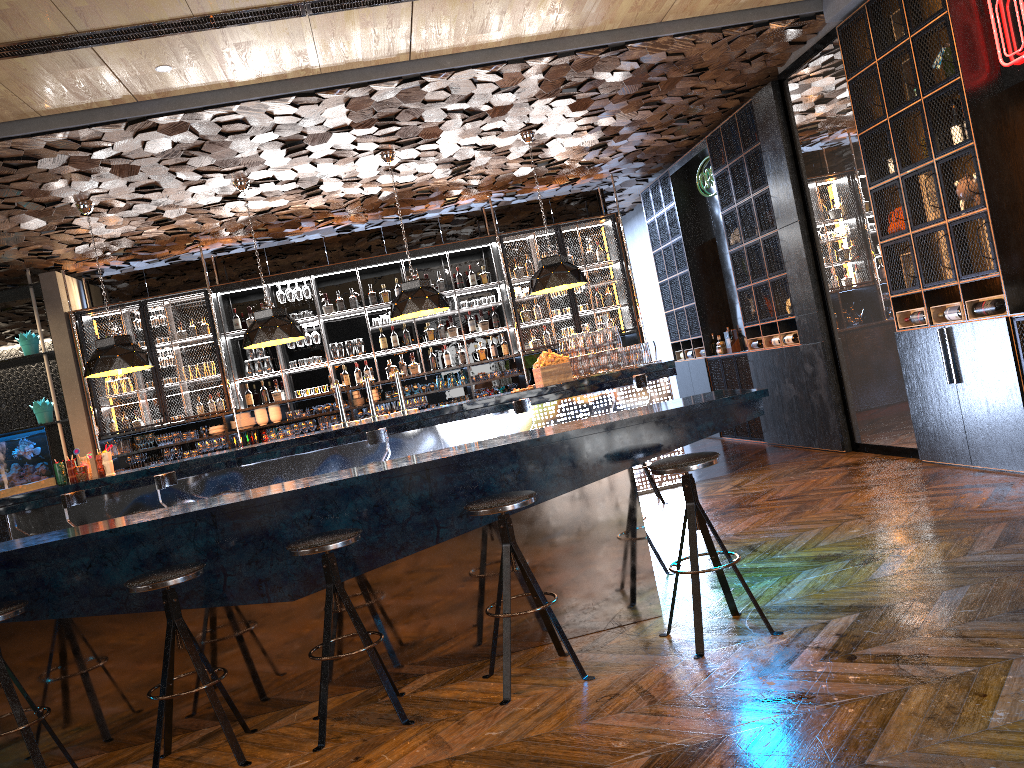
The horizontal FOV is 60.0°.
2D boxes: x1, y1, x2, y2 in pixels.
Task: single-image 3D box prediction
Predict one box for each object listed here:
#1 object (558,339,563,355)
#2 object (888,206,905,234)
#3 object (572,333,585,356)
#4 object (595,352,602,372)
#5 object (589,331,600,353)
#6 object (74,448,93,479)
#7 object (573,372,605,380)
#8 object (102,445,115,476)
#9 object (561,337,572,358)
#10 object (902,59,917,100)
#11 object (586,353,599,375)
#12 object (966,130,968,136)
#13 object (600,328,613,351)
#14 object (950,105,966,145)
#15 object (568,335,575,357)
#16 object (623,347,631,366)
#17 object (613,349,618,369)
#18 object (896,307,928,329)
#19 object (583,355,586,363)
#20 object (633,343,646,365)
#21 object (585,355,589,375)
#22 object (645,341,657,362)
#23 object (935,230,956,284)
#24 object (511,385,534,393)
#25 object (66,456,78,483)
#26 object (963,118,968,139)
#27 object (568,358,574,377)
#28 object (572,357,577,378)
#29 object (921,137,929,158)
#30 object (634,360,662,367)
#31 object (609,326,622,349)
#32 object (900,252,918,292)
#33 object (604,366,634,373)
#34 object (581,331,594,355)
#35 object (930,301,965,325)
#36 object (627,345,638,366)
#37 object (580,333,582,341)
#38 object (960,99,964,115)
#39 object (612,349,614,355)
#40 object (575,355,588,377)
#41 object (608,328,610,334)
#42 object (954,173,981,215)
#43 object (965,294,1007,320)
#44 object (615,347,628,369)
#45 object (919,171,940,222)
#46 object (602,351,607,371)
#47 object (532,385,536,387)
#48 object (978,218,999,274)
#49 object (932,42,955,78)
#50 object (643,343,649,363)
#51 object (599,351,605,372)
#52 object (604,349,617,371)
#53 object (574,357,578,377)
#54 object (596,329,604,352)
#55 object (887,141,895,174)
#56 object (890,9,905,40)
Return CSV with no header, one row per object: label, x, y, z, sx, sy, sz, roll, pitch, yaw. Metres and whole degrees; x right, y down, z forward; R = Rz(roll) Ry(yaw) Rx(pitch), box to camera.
object,0.523,-0.355,8.905,0.105,0.209,0.105,-11,0,17
object,2.986,-1.254,6.831,0.138,0.222,0.278,-12,0,-8
object,0.618,-0.369,8.349,0.105,0.209,0.105,-11,0,17
object,0.851,-0.207,8.776,0.105,0.209,0.105,-11,0,17
object,0.820,-0.415,8.837,0.105,0.209,0.105,-11,0,17
object,-3.827,0.711,7.950,0.116,0.298,0.105,-11,1,23
object,0.709,-0.077,8.434,0.273,0.019,0.437,-12,0,-8
object,-3.537,0.671,7.772,0.081,0.264,0.099,-11,0,13
object,0.547,-0.359,8.790,0.105,0.209,0.105,-11,0,17
object,2.964,-2.193,6.406,0.119,0.352,0.222,-12,0,-8
object,0.755,-0.184,8.316,0.105,0.209,0.105,-11,0,17
object,3.063,-1.712,5.912,0.065,0.237,0.065,-12,1,-34
object,0.892,-0.425,8.395,0.105,0.209,0.105,-11,0,17
object,3.050,-1.751,6.066,0.086,0.313,0.086,-11,1,36
object,0.594,-0.365,8.463,0.105,0.209,0.105,-11,0,17
object,1.147,-0.266,8.856,0.105,0.209,0.105,-12,1,-33
object,1.023,-0.240,8.472,0.105,0.209,0.105,-11,0,17
object,3.123,-0.516,6.815,0.122,0.132,0.396,-12,0,-5
object,0.741,-0.183,8.548,0.105,0.209,0.105,-11,0,17
object,1.218,-0.277,8.414,0.105,0.209,0.105,-12,1,-33
object,0.750,-0.184,8.426,0.105,0.209,0.105,-11,0,17
object,1.324,-0.299,8.417,0.105,0.209,0.105,-12,1,-33
object,3.243,-0.950,6.431,0.139,0.396,0.281,-12,0,-10
object,0.085,0.052,8.235,0.198,0.045,0.377,-11,1,31
object,-3.896,0.752,7.857,0.078,0.246,0.084,-12,0,-9
object,3.102,-1.771,5.990,0.091,0.332,0.091,-11,1,36
object,0.577,-0.151,8.730,0.105,0.209,0.105,-11,0,17
object,0.629,-0.160,8.521,0.105,0.209,0.105,-11,0,17
object,3.058,-1.697,6.391,0.182,0.187,0.187,-11,1,27
object,1.253,-0.188,8.531,0.273,0.019,0.437,-12,0,-8
object,0.980,-0.443,8.412,0.105,0.209,0.105,-11,0,17
object,3.209,-0.896,6.845,0.152,0.297,0.361,-12,0,-16
object,0.982,-0.133,8.481,0.273,0.019,0.437,-12,0,-8
object,0.706,-0.387,8.365,0.105,0.209,0.105,-11,0,17
object,3.185,-0.518,6.387,0.122,0.132,0.396,-12,0,-3
object,1.185,-0.272,8.641,0.105,0.209,0.105,-11,0,17
object,0.702,-0.388,8.483,0.105,0.209,0.105,-11,0,17
object,3.204,-1.820,6.078,0.122,0.390,0.132,-12,0,-14
object,1.014,-0.239,8.594,0.105,0.209,0.105,-11,0,17
object,0.649,-0.162,8.288,0.105,0.209,0.105,-11,0,17
object,0.975,-0.444,8.530,0.105,0.209,0.105,-11,0,17
object,3.093,-1.291,5.982,0.164,0.266,0.237,-12,1,-36
object,3.274,-0.532,5.977,0.126,0.132,0.396,-12,1,-19
object,1.028,-0.240,8.362,0.105,0.209,0.105,-11,0,17
object,3.168,-1.376,6.459,0.162,0.396,0.304,-12,1,-33
object,0.919,-0.218,8.450,0.105,0.209,0.105,-11,0,17
object,0.343,-0.005,8.838,0.273,0.019,0.437,-12,0,-8
object,3.337,-0.965,5.987,0.136,0.396,0.276,-12,0,-17
object,2.975,-2.167,5.991,0.165,0.294,0.229,-12,1,-39
object,1.261,-0.287,8.529,0.105,0.209,0.105,-11,0,17
object,0.902,-0.216,8.568,0.105,0.209,0.105,-11,0,17
object,0.922,-0.218,8.334,0.105,0.209,0.105,-11,0,17
object,0.645,-0.162,8.404,0.105,0.209,0.105,-11,0,17
object,0.867,-0.421,8.509,0.105,0.209,0.105,-11,0,17
object,2.956,-1.732,6.865,0.088,0.306,0.088,-11,0,1
object,2.934,-2.604,6.403,0.152,0.297,0.361,-12,0,-9
